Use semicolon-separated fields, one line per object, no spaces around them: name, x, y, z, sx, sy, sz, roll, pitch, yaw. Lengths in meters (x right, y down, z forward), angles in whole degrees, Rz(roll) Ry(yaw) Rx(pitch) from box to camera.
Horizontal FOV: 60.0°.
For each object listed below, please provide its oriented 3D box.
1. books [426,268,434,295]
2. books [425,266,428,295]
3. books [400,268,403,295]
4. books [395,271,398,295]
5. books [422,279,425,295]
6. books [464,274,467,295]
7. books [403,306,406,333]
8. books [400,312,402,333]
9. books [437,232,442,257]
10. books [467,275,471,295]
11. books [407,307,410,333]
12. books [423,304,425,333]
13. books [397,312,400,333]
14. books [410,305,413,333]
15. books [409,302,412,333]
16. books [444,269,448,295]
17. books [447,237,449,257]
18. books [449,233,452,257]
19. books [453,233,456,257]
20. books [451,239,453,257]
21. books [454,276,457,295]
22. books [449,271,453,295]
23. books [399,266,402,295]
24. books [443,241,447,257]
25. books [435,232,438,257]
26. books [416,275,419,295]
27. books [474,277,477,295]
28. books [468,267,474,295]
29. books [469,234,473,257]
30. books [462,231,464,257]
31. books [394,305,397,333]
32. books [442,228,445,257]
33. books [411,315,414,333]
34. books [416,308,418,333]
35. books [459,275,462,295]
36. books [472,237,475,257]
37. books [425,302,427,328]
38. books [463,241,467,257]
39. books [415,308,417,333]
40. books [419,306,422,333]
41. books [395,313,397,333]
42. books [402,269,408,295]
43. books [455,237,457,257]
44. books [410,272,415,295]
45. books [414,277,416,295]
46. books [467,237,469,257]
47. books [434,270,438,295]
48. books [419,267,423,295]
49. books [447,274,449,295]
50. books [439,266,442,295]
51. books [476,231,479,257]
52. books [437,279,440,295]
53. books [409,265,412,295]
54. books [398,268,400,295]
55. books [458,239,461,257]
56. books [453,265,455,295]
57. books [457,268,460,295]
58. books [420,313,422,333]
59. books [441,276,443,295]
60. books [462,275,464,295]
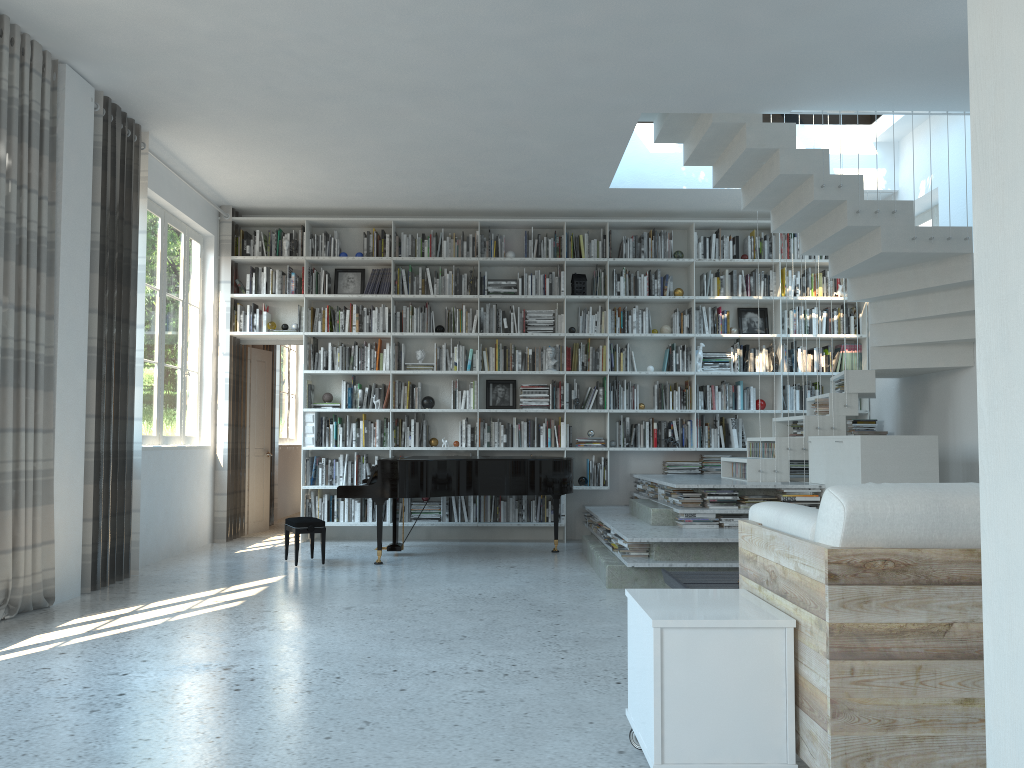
books;-0.805;-0.990;8.768;0.075;0.285;0.178;0;-3;-1
books;-0.849;-1.003;8.793;0.013;0.315;0.135;0;-3;-1
books;-1.090;-0.991;8.773;0.010;0.287;0.148;0;-3;-1
books;-1.133;-0.977;8.759;0.023;0.256;0.175;0;-3;-1
books;-0.873;-0.936;8.781;0.034;0.180;0.160;0;-3;-1
books;-0.458;-0.963;8.795;0.024;0.237;0.153;0;-3;-1
books;-1.054;-0.621;8.752;0.026;0.279;0.151;0;-3;-1
books;-1.091;-0.590;8.770;0.024;0.219;0.140;0;-3;-1
books;-0.716;-1.349;8.790;0.052;0.272;0.172;0;-3;-1
books;-0.418;-0.977;8.777;0.055;0.263;0.167;0;-3;-1
books;-1.017;-0.613;8.749;0.024;0.262;0.177;0;-3;-1
books;-0.868;-0.627;8.750;0.011;0.291;0.176;0;-3;-1
books;-1.117;-0.593;8.771;0.029;0.224;0.136;0;-3;-1
books;-0.990;-0.624;8.742;0.010;0.283;0.184;0;-3;-1
books;-1.000;-0.639;8.764;0.011;0.317;0.154;0;-3;-1
books;-0.654;-0.988;8.790;0.026;0.286;0.137;0;-3;-1
books;-0.632;-1.330;8.804;0.026;0.235;0.134;0;-3;-1
books;-0.612;-1.346;8.806;0.014;0.269;0.156;0;-3;-1
books;-0.568;-1.346;8.788;0.014;0.266;0.192;0;-3;-1
books;-0.591;-1.318;8.814;0.029;0.213;0.141;0;-3;-1
books;-0.556;-0.951;8.792;0.024;0.213;0.150;0;-3;-1
books;-0.606;-0.976;8.785;0.028;0.260;0.135;0;-3;-1
books;-1.102;-1.000;8.796;0.014;0.308;0.130;0;-3;-1
books;-0.660;-1.308;8.794;0.031;0.190;0.181;0;-3;-1
books;-0.748;-1.351;8.792;0.013;0.276;0.164;0;-3;-1
books;-0.927;-0.956;8.772;0.029;0.218;0.158;0;-3;-1
books;-0.360;-0.949;8.801;0.028;0.211;0.134;0;-3;-1
books;-0.403;-0.997;8.778;0.058;0.302;0.175;0;-3;-1
books;-0.407;-1.341;8.812;0.029;0.261;0.151;0;-3;-1
books;-0.484;-1.355;8.799;0.013;0.285;0.159;0;-3;-1
books;-1.152;-0.623;8.764;0.012;0.285;0.159;0;-3;-1
books;-0.683;-1.370;8.805;0.014;0.315;0.166;0;-3;-1
books;-0.971;-0.574;8.757;0.029;0.186;0.149;0;-3;-1
books;-0.932;-0.611;8.760;0.010;0.261;0.169;0;-3;-1
books;-0.507;-0.955;8.774;0.030;0.217;0.182;0;-3;-1
books;-0.379;-1.325;8.791;0.026;0.225;0.172;0;-3;-1
books;-0.849;-0.641;8.764;0.004;0.320;0.153;0;-3;-1
books;-0.463;-1.305;8.791;0.031;0.184;0.177;0;-3;-1
books;-0.942;-0.608;8.736;0.012;0.251;0.184;0;-3;-1
books;-0.901;-0.621;8.751;0.011;0.279;0.169;0;-3;-1
books;-1.139;-0.586;8.745;0.015;0.207;0.186;0;-3;-1
books;-1.052;-0.984;8.780;0.067;0.274;0.168;0;-3;-1
books;-0.551;-1.327;8.794;0.021;0.228;0.161;0;-3;-1
books;-0.980;-0.969;8.765;0.031;0.241;0.181;0;-3;-1
books;-0.953;-0.947;8.778;0.024;0.201;0.153;0;-3;-1
books;-0.434;-1.330;8.803;0.026;0.237;0.149;0;-3;-1
books;-0.754;-0.978;8.783;0.027;0.265;0.168;0;-3;-1
books;-0.901;-0.994;8.774;0.023;0.293;0.156;0;-3;-1
books;-0.630;-0.960;8.765;0.021;0.226;0.191;0;-3;-1
books;-0.707;-1.000;8.778;0.012;0.307;0.145;0;-3;-1
books;-0.339;-1.356;8.796;0.026;0.288;0.176;0;-3;-1
books;-0.727;-0.936;8.775;0.028;0.180;0.168;0;-3;-1
books;-1.001;-1.005;8.765;0.012;0.315;0.171;0;-3;-1
books;-1.115;-0.989;8.774;0.013;0.283;0.159;0;-3;-1
books;-0.514;-1.313;8.779;0.026;0.200;0.187;0;-3;-1
books;-0.573;-1.003;8.773;0.011;0.313;0.183;0;-3;-1
books;-0.533;-0.990;8.796;0.022;0.290;0.146;0;-3;-1
books;-0.890;-0.586;8.742;0.011;0.209;0.181;0;-3;-1
books;-0.689;-0.951;8.802;0.024;0.212;0.128;0;-3;-1
books;-0.481;-0.957;8.779;0.022;0.222;0.161;0;-3;-1
